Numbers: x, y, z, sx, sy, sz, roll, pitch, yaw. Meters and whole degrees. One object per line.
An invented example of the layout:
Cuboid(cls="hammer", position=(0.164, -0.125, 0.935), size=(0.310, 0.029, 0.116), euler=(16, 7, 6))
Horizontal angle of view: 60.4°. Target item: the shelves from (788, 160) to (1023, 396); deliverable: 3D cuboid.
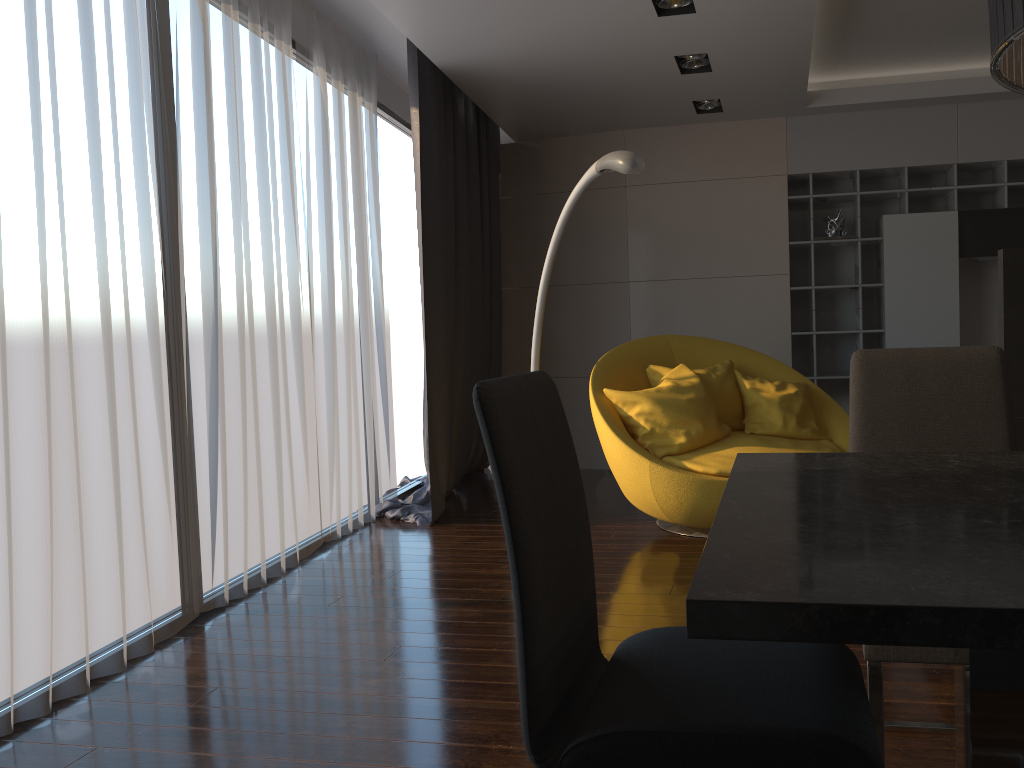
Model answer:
Cuboid(cls="shelves", position=(2.952, -0.709, 6.235), size=(1.880, 1.600, 0.387), euler=(-1, 3, 12))

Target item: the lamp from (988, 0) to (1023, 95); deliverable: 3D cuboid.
Cuboid(cls="lamp", position=(1.057, -1.033, 1.157), size=(0.760, 1.102, 0.848), euler=(0, 4, 38))

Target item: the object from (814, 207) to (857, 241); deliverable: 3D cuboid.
Cuboid(cls="object", position=(2.304, -1.135, 6.282), size=(0.278, 0.227, 0.291), euler=(-1, 3, 14))

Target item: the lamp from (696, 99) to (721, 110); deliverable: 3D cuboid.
Cuboid(cls="lamp", position=(1.325, -1.889, 5.920), size=(0.169, 0.077, 0.184), euler=(0, 3, 26))

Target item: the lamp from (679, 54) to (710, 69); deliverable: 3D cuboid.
Cuboid(cls="lamp", position=(1.034, -1.827, 4.973), size=(0.169, 0.077, 0.184), euler=(0, 3, 26))

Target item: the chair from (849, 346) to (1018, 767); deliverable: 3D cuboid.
Cuboid(cls="chair", position=(0.981, 0.406, 1.973), size=(0.417, 0.964, 0.586), euler=(-1, 3, 15))

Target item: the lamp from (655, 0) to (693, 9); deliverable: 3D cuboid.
Cuboid(cls="lamp", position=(0.744, -1.766, 4.028), size=(0.169, 0.077, 0.184), euler=(0, 3, 26))

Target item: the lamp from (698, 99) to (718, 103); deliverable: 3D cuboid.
Cuboid(cls="lamp", position=(1.271, -1.877, 5.743), size=(0.168, 0.077, 0.186), euler=(0, 4, 33))

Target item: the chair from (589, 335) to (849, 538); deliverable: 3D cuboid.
Cuboid(cls="chair", position=(1.144, 0.231, 4.693), size=(1.575, 1.005, 1.094), euler=(-3, 3, -20))

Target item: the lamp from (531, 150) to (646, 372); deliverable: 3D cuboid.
Cuboid(cls="lamp", position=(0.161, -0.172, 5.561), size=(0.588, 1.779, 4.185), euler=(-2, 3, -3))

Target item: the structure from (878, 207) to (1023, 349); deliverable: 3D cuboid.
Cuboid(cls="structure", position=(4.028, -0.328, 5.987), size=(2.821, 1.766, 0.491), euler=(-1, 3, 12))

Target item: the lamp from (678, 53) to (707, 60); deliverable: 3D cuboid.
Cuboid(cls="lamp", position=(0.980, -1.816, 4.797), size=(0.168, 0.077, 0.186), euler=(0, 4, 33))

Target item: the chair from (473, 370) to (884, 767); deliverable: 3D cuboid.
Cuboid(cls="chair", position=(0.282, 0.460, 1.409), size=(0.559, 0.964, 0.438), euler=(-1, 3, 14))

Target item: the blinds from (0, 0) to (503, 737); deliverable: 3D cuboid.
Cuboid(cls="blinds", position=(-1.029, -0.549, 3.166), size=(0.738, 2.893, 7.594), euler=(-2, 3, 10))

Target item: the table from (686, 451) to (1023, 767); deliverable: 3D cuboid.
Cuboid(cls="table", position=(1.112, 0.544, 1.250), size=(1.566, 0.760, 1.065), euler=(-1, 3, 13))
